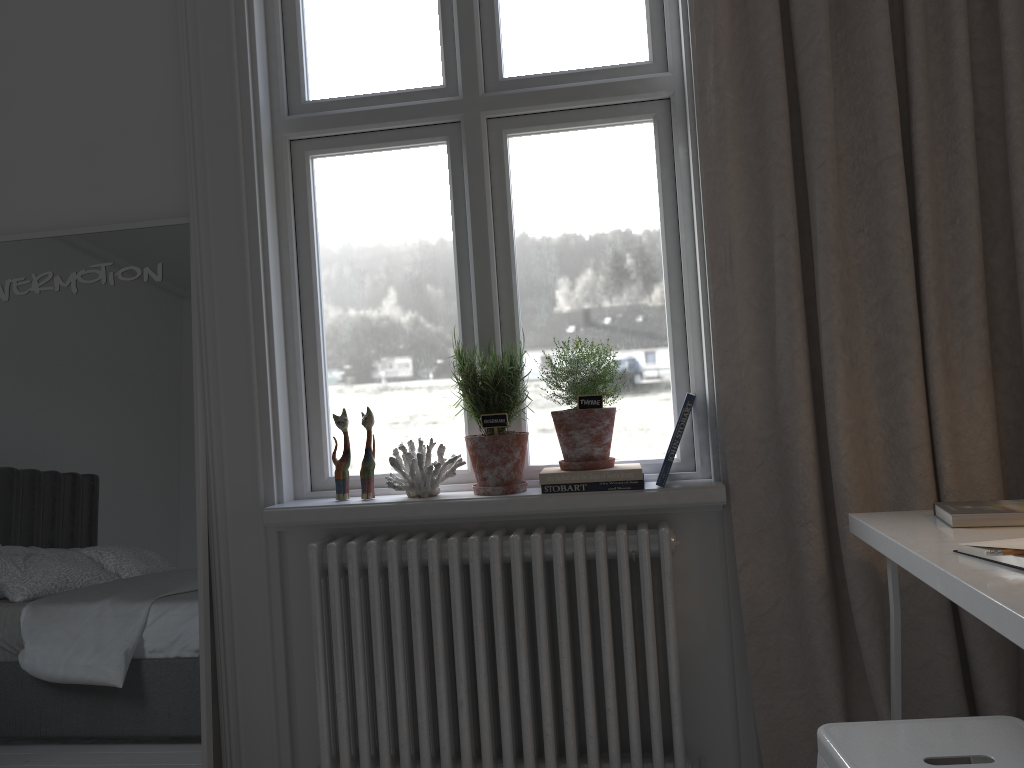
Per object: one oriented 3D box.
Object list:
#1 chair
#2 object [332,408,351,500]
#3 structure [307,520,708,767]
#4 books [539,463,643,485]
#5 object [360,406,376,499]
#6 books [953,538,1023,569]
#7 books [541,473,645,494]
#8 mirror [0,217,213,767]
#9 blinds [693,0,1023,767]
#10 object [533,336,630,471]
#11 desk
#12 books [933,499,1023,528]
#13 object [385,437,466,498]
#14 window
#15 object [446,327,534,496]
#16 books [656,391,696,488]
[{"bbox_3d":[0.610,0.760,1.170,0.409,0.527,0.407,-4,-1,3],"label":"chair"},{"bbox_3d":[-0.421,0.172,2.190,0.045,0.224,0.052,-3,-1,-16],"label":"object"},{"bbox_3d":[-0.032,0.643,2.094,0.935,0.600,0.216,-4,-1,8],"label":"structure"},{"bbox_3d":[0.186,0.211,2.085,0.246,0.025,0.157,-4,-1,10],"label":"books"},{"bbox_3d":[-0.347,0.166,2.159,0.052,0.224,0.045,-3,-1,-41],"label":"object"},{"bbox_3d":[0.780,0.222,1.142,0.291,0.029,0.358,-4,-1,-6],"label":"books"},{"bbox_3d":[0.193,0.234,2.090,0.245,0.022,0.156,-4,-1,12],"label":"books"},{"bbox_3d":[-1.079,0.378,2.209,0.669,1.554,0.145,-4,-1,8],"label":"mirror"},{"bbox_3d":[0.839,-0.323,1.841,0.831,2.680,0.225,-4,-1,8],"label":"blinds"},{"bbox_3d":[0.174,0.040,2.085,0.210,0.318,0.220,-3,-1,-44],"label":"object"},{"bbox_3d":[0.922,0.616,1.138,0.641,0.776,1.163,-4,-1,8],"label":"desk"},{"bbox_3d":[0.862,0.225,1.547,0.207,0.024,0.149,-4,-1,15],"label":"books"},{"bbox_3d":[-0.217,0.203,2.133,0.212,0.149,0.186,-4,-1,17],"label":"object"},{"bbox_3d":[-0.082,-0.493,2.246,1.047,1.537,0.079,-4,-1,8],"label":"window"},{"bbox_3d":[-0.049,0.055,2.119,0.199,0.410,0.183,-3,-1,-31],"label":"object"},{"bbox_3d":[0.382,0.125,2.060,0.101,0.211,0.175,-4,-1,11],"label":"books"}]
